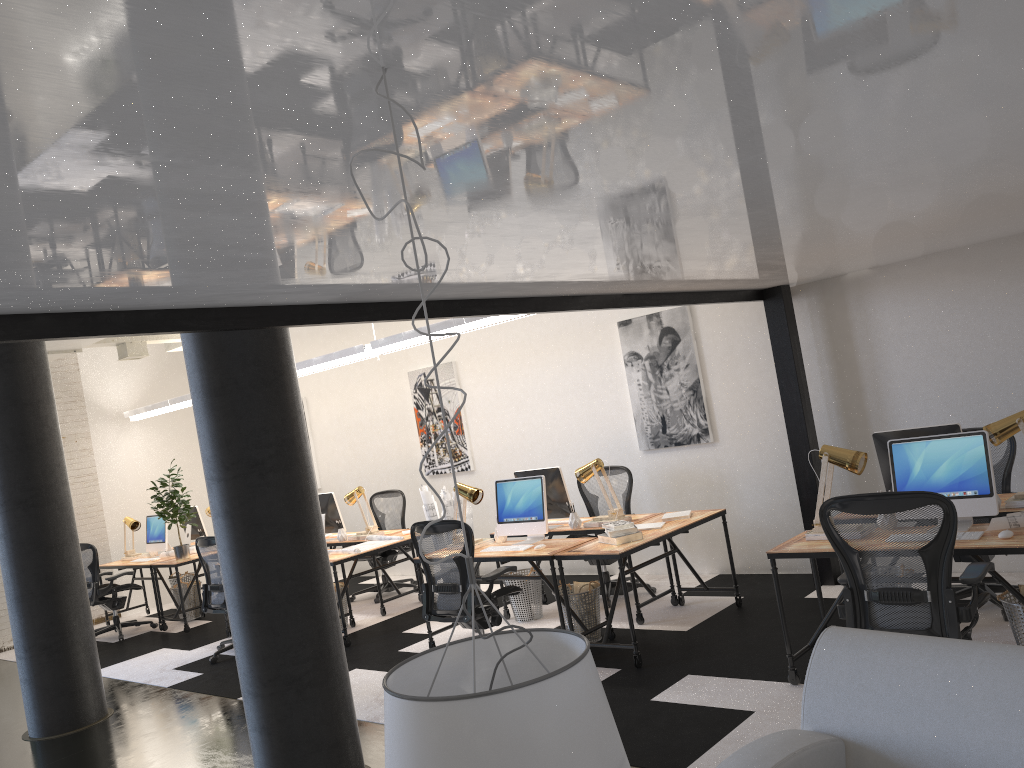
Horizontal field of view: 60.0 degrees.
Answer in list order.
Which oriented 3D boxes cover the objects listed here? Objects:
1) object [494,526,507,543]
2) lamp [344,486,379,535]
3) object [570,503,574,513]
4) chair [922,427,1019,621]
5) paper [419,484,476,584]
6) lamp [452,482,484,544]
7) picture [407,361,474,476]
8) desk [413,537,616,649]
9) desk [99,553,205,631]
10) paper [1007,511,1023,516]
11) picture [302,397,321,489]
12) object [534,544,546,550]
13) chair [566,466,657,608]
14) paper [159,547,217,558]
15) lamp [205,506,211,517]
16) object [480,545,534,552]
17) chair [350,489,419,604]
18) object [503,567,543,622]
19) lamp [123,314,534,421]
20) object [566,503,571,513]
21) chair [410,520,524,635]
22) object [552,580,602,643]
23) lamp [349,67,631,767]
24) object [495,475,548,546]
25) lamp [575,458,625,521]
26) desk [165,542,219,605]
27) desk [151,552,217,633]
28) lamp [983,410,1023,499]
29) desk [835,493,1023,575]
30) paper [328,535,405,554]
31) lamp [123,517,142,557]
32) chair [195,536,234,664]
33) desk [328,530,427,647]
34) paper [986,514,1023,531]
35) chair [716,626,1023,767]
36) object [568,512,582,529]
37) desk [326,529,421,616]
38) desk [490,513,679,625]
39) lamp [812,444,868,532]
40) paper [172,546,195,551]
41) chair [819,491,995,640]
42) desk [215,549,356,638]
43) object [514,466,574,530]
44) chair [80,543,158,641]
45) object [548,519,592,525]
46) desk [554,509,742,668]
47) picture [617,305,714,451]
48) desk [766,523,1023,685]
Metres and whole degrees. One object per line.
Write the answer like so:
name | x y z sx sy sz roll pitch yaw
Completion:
object | -0.090 1.150 6.789 0.101 0.126 0.101 -10 -1 -3
lamp | -1.488 1.239 8.716 0.345 0.470 0.127 -11 -1 42
object | 0.475 1.009 6.804 0.008 0.207 0.054 -10 -1 29
chair | 2.880 0.843 5.535 0.771 1.085 0.791 -10 -1 25
paper | -0.531 1.453 8.002 0.441 1.198 0.412 -10 -1 20
lamp | -0.346 0.983 6.793 0.345 0.470 0.126 -11 -1 42
picture | -0.790 0.394 9.731 0.732 1.183 0.048 -11 -1 42
desk | -0.011 1.558 6.485 1.403 0.724 0.529 -11 -2 42
desk | -4.150 2.369 10.151 1.403 0.724 0.529 -11 -2 42
paper | 2.922 0.569 4.267 1.134 0.082 0.083 -10 -1 6
picture | -2.831 0.806 11.586 0.732 1.183 0.048 -11 -1 42
object | 0.197 1.129 6.146 0.059 0.029 0.106 -11 -2 43
chair | 0.768 1.272 7.539 0.771 1.085 0.791 -10 -1 25
paper | -3.439 1.824 9.814 1.135 0.082 0.083 -10 -1 16
lamp | -3.473 1.617 10.486 0.345 0.470 0.126 -11 -1 42
object | -0.038 1.183 6.370 0.439 0.017 0.118 -11 -2 42
chair | -1.385 1.705 9.436 0.771 1.085 0.791 -10 -1 25
object | 0.106 1.708 7.269 0.359 0.435 0.353 -11 -1 38
lamp | -2.347 -1.436 8.785 7.312 2.863 0.225 -11 -1 42
object | 0.460 1.011 6.822 0.054 0.207 0.008 -10 -1 25
chair | -0.290 1.415 6.062 0.771 1.085 0.791 -10 -1 25
object | 0.484 1.615 6.324 0.359 0.435 0.353 -11 -1 38
lamp | -0.097 0.111 1.395 0.435 1.347 0.436 -9 -1 -34
object | 0.087 0.929 6.522 0.484 0.485 0.189 -11 -1 42
lamp | 0.665 0.806 6.819 0.345 0.470 0.127 -11 -1 42
desk | -3.588 2.288 10.778 1.403 0.724 0.529 -11 -2 42
desk | -3.153 2.184 9.822 0.530 0.724 1.399 -11 -2 42
lamp | 2.777 0.377 4.815 0.345 0.470 0.127 -11 -1 42
desk | 2.663 1.049 5.107 1.403 0.724 0.529 -11 -2 42
paper | -1.335 1.443 7.987 0.568 0.061 0.625 -11 -2 39
lamp | -4.485 1.794 10.459 0.345 0.470 0.126 -11 -1 42
chair | -2.443 1.848 7.959 0.771 1.085 0.791 -10 -1 25
desk | -1.167 1.806 8.052 0.530 0.724 1.399 -11 -2 42
paper | 2.812 0.585 4.143 1.135 0.082 0.083 -10 -1 16
chair | 1.115 1.220 2.435 1.024 0.784 1.008 -9 -2 -37
object | 0.482 1.050 6.818 0.101 0.126 0.101 -10 -1 -3
desk | -1.602 1.910 9.009 1.403 0.724 0.529 -11 -2 42
desk | 0.551 1.478 7.112 1.403 0.724 0.529 -11 -2 42
lamp | 1.766 0.554 4.789 0.345 0.470 0.126 -11 -1 42
paper | -3.328 1.808 9.938 1.134 0.082 0.083 -10 -1 6
chair | 1.822 0.986 4.058 0.771 1.085 0.791 -10 -1 25
desk | -2.164 1.991 8.382 1.403 0.724 0.529 -11 -2 42
object | 0.243 0.918 7.090 0.484 0.485 0.189 -11 -1 42
chair | -4.429 2.226 9.729 0.771 1.085 0.791 -10 -1 25
object | 0.448 1.122 7.236 0.439 0.017 0.118 -11 -2 42
desk | 0.986 1.374 6.155 0.530 0.724 1.399 -11 -2 42
picture | 1.336 -0.035 7.799 0.732 1.183 0.048 -11 -1 42
desk | 2.101 1.129 4.480 1.403 0.724 0.529 -11 -2 42
